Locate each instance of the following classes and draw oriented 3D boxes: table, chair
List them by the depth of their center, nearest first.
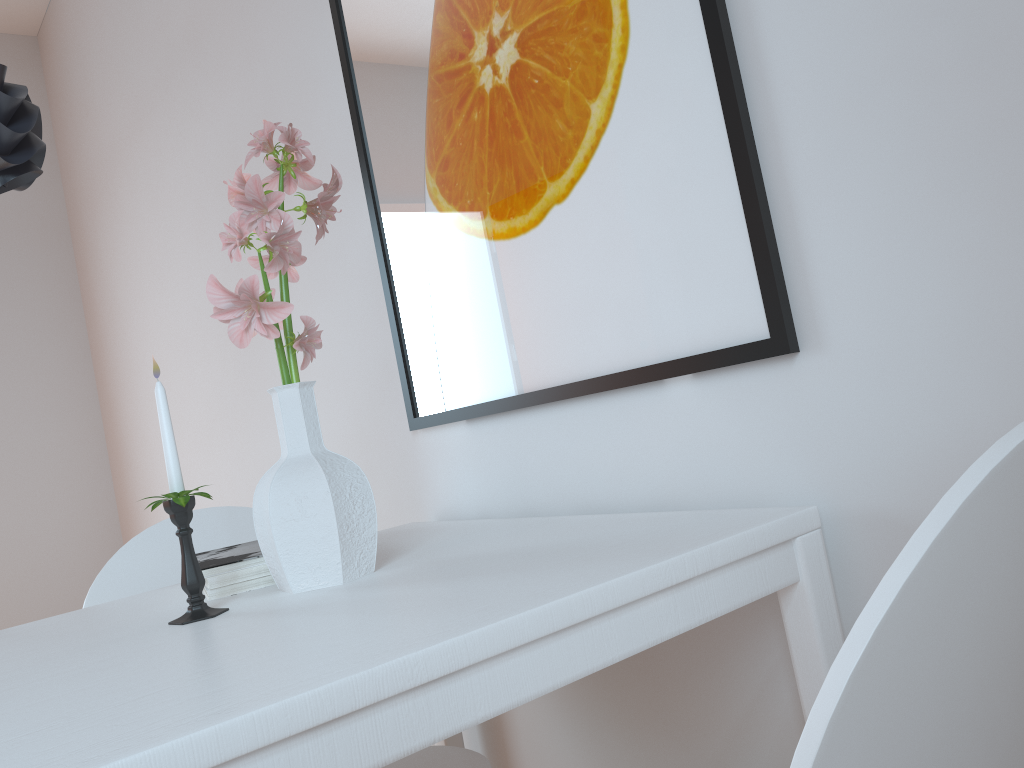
[{"bbox_3d":[0.160,0.492,0.691,0.497,0.871,0.654,-8,-4,-42],"label":"chair"},{"bbox_3d":[-0.349,0.647,0.866,1.256,0.771,0.845,-9,-3,-37],"label":"table"},{"bbox_3d":[-0.287,0.598,1.215,0.498,0.871,0.653,-9,-3,-32],"label":"chair"}]

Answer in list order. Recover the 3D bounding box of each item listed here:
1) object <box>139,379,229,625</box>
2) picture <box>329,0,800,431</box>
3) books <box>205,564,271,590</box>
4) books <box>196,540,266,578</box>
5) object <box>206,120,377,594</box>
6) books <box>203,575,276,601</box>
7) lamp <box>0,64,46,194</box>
[{"bbox_3d":[-0.374,0.112,0.988,0.079,0.298,0.079,-11,-3,3],"label":"object"},{"bbox_3d":[-0.037,-0.491,1.300,0.017,1.053,0.810,-9,-4,-38],"label":"picture"},{"bbox_3d":[-0.340,0.245,1.243,0.190,0.014,0.256,-10,-2,-24],"label":"books"},{"bbox_3d":[-0.349,0.234,1.244,0.205,0.012,0.259,-10,-2,-21],"label":"books"},{"bbox_3d":[-0.258,-0.051,1.065,0.179,0.580,0.178,-10,-3,-11],"label":"object"},{"bbox_3d":[-0.338,0.259,1.247,0.190,0.014,0.261,-10,-2,-23],"label":"books"},{"bbox_3d":[-0.778,-0.960,1.086,0.168,1.507,0.171,-10,-3,-21],"label":"lamp"}]
